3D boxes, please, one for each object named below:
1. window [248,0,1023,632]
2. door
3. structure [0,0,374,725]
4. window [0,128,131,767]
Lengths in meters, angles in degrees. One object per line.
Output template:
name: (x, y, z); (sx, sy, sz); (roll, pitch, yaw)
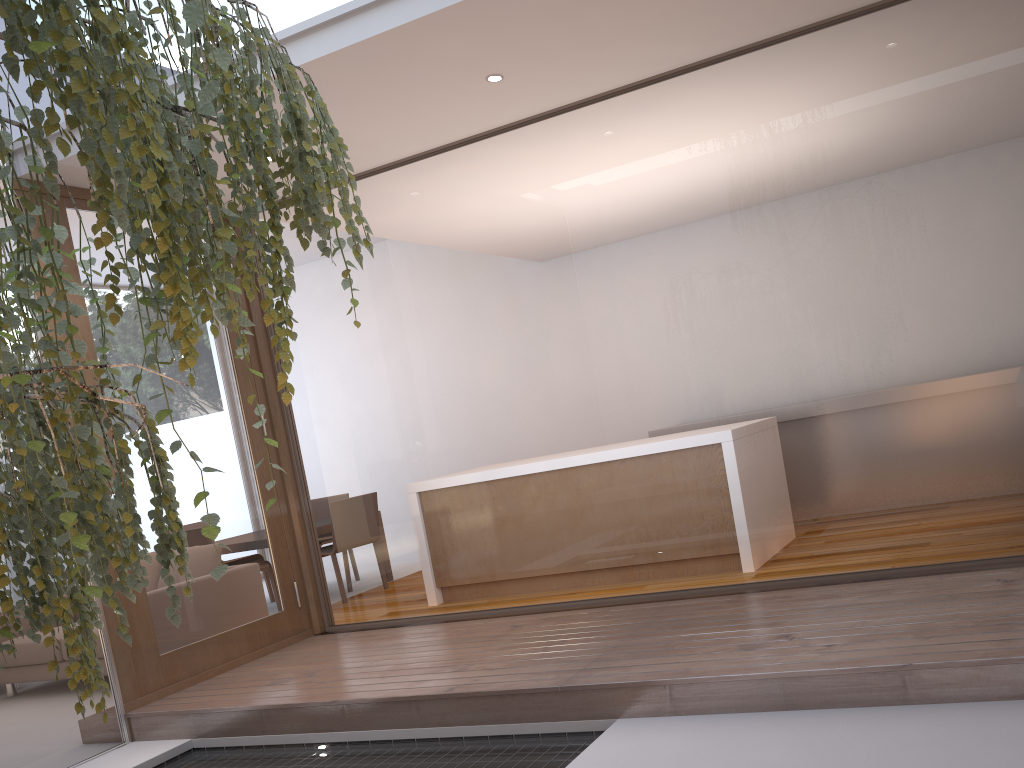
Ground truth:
window: (0.653, -0.171, 4.100); (4.246, 2.485, 0.067); (-11, 3, 21)
door: (-1.651, 0.272, 4.297); (0.101, 2.380, 1.034); (-9, 3, 32)
structure: (-1.337, -0.559, 1.166); (2.222, 4.018, 1.914); (-10, 2, 22)
window: (-2.869, 0.143, 2.468); (0.045, 3.274, 3.123); (-9, 1, 32)
